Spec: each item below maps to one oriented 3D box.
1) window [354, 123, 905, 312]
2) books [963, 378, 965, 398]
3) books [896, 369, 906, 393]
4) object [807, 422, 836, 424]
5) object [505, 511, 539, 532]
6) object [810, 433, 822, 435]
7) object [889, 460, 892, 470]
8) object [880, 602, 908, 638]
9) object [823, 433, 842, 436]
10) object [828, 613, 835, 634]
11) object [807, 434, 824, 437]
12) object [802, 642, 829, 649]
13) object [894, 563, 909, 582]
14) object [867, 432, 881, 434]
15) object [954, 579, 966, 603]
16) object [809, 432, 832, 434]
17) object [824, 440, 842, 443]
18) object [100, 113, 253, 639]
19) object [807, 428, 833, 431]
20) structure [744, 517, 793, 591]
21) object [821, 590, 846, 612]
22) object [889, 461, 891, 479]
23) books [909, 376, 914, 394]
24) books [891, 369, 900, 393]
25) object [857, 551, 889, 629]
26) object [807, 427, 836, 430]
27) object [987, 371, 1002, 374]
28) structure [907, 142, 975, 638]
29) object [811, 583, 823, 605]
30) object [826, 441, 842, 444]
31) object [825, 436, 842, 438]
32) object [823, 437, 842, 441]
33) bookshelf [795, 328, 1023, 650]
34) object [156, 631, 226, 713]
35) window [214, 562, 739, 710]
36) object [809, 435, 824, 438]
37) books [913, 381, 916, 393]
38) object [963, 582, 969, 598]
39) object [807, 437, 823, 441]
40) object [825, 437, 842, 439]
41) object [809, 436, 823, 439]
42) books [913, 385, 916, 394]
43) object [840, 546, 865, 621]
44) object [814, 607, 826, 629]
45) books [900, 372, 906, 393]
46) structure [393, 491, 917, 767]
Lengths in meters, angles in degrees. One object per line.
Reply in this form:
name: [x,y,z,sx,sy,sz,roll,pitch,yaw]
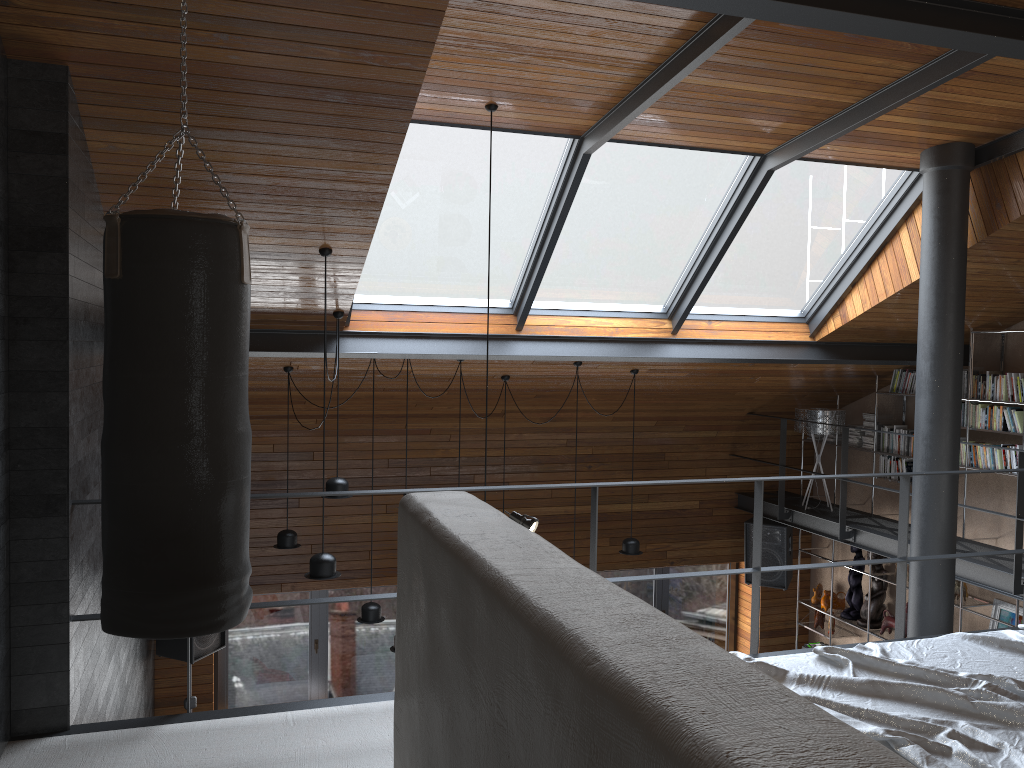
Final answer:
window: [0.849,-1.104,6.358,3.818,1.031,1.213,0,2,-18]
books: [3.986,0.033,7.718,0.128,0.176,0.009,0,2,-18]
books: [3.758,-0.025,8.453,0.160,0.228,0.080,0,2,-18]
object: [3.362,0.431,9.639,0.246,0.016,0.182,0,2,-18]
object: [-0.006,0.437,2.650,0.165,0.106,0.085,1,2,10]
object: [3.375,0.543,9.654,0.216,0.012,0.161,0,2,-18]
object: [3.683,0.823,8.548,0.112,0.178,0.009,0,2,-18]
object: [3.712,2.235,8.456,0.219,0.440,0.462,0,2,-18]
object: [3.436,0.538,9.397,0.203,0.013,0.161,0,2,-18]
object: [3.425,2.544,9.485,0.060,0.223,0.267,2,3,28]
object: [3.362,0.556,9.644,0.243,0.012,0.159,0,2,-18]
object: [3.387,2.911,9.607,0.320,0.114,0.404,0,2,-18]
object: [3.793,1.663,8.460,0.207,0.442,0.328,0,3,-25]
object: [3.655,0.480,8.806,0.217,0.013,0.161,0,2,-18]
object: [3.917,1.780,7.758,0.208,0.280,0.131,-1,3,-36]
object: [3.373,0.529,9.644,0.224,0.017,0.167,0,2,-18]
object: [3.456,0.605,9.407,0.226,0.012,0.159,0,2,-18]
object: [-1.043,-0.040,2.794,0.445,1.603,0.442,1,2,10]
object: [3.366,0.497,9.626,0.246,0.016,0.182,0,2,-18]
structure: [2.790,1.794,9.543,0.461,0.735,0.488,2,3,32]
object: [3.428,2.302,9.445,0.278,0.222,0.138,1,2,-8]
object: [3.684,0.824,8.537,0.111,0.175,0.011,0,2,-18]
books: [3.778,0.009,8.290,0.119,0.169,0.058,0,2,-18]
books: [3.743,-0.029,8.518,0.169,0.229,0.077,0,2,-18]
object: [3.641,2.013,8.924,0.305,0.840,0.237,0,2,-16]
object: [3.363,0.474,9.624,0.252,0.028,0.180,0,2,-18]
object: [4.070,0.012,7.491,0.146,0.240,0.023,0,2,-18]
structure: [2.915,1.266,5.757,1.197,5.700,1.689,0,2,-18]
object: [3.347,2.291,9.682,0.233,0.209,0.107,0,3,-31]
object: [3.442,0.618,9.399,0.201,0.012,0.161,0,2,-18]
object: [3.466,0.554,9.382,0.228,0.016,0.182,0,2,-18]
object: [3.456,0.586,9.396,0.262,0.025,0.176,0,2,-18]
bookshelf: [5.025,1.086,4.708,0.421,6.219,10.739,0,2,-18]
object: [-2.804,2.795,7.627,0.686,2.298,0.639,2,2,20]
window: [-0.123,2.665,9.521,5.936,1.522,0.101,0,2,-18]
object: [3.373,0.568,9.657,0.218,0.013,0.161,0,2,-18]
books: [3.794,0.006,8.242,0.117,0.180,0.059,0,2,-18]
object: [3.969,1.676,8.044,0.215,0.458,0.328,0,2,-13]
object: [3.362,0.599,9.645,0.234,0.025,0.176,0,2,-18]
object: [3.445,0.567,9.392,0.201,0.013,0.161,0,2,-18]
object: [3.376,0.581,9.649,0.216,0.013,0.161,0,2,-18]
books: [3.792,0.009,8.231,0.112,0.173,0.054,0,2,-18]
object: [3.538,1.978,9.171,0.244,0.879,0.244,1,2,10]
object: [3.359,2.531,9.675,0.116,0.229,0.233,2,2,22]
books: [3.764,-0.014,8.417,0.146,0.208,0.071,0,2,-18]
structure: [2.204,0.952,2.275,4.614,1.120,2.634,0,2,-18]
